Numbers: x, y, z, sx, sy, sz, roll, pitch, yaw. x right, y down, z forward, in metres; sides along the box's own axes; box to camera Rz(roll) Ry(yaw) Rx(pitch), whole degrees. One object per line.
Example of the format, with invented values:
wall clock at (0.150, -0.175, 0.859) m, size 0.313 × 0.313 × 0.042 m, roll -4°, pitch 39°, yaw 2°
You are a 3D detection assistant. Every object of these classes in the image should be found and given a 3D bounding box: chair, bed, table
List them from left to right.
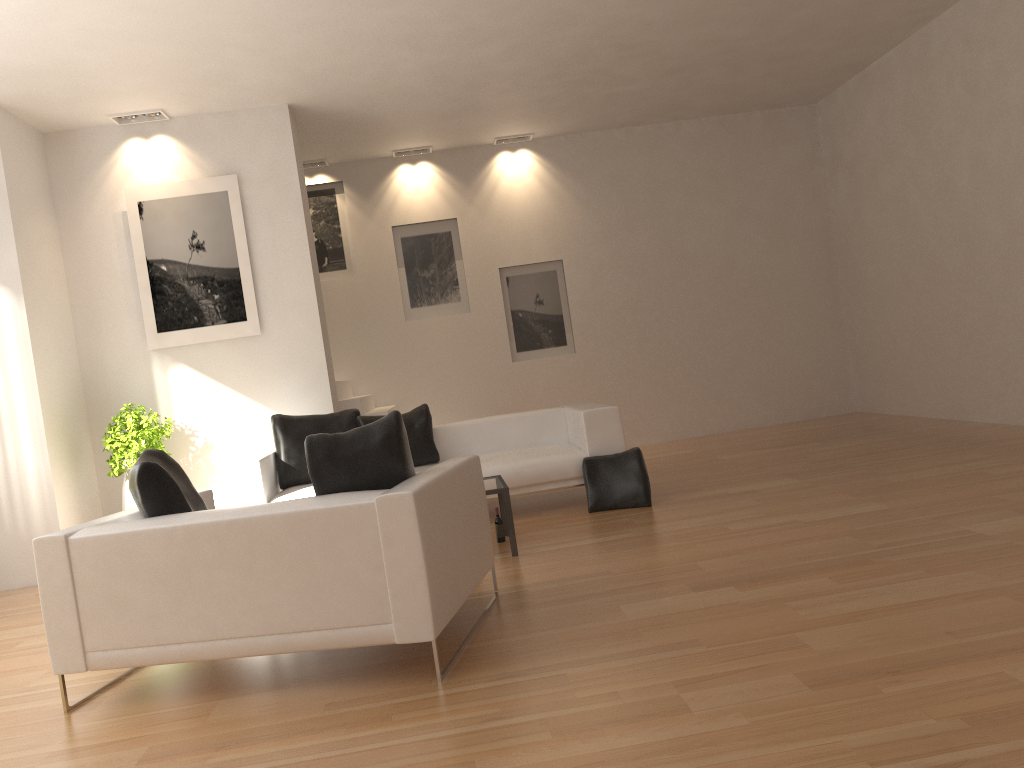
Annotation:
chair at (-1.016, 0.859, 4.138) m, size 1.671 × 0.761 × 1.262 m, roll -8°, pitch 1°, yaw 10°
table at (-0.788, 0.974, 5.737) m, size 1.566 × 0.460 × 0.709 m, roll -8°, pitch 1°, yaw -5°
bed at (-0.674, 0.742, 7.289) m, size 3.075 × 0.761 × 1.262 m, roll -8°, pitch 1°, yaw -5°

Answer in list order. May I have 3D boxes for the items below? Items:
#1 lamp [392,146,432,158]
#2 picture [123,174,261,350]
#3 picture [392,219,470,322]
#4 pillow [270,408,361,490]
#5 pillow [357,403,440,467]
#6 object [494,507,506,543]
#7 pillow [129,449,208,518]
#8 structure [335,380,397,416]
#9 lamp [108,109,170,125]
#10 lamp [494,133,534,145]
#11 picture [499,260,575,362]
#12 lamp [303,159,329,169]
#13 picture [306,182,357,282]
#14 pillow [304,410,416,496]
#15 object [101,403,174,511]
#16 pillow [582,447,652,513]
lamp at (-1.152, -2.733, 10.159) m, size 0.446 × 0.166 × 0.243 m, roll -8°, pitch 1°, yaw -5°
picture at (-2.813, -1.077, 7.813) m, size 0.979 × 1.431 × 0.004 m, roll -8°, pitch 1°, yaw -5°
picture at (-0.947, -1.334, 10.387) m, size 0.802 × 1.155 × 0.005 m, roll -8°, pitch 1°, yaw -5°
pillow at (-1.589, 0.532, 7.354) m, size 0.755 × 0.666 × 0.346 m, roll -9°, pitch 1°, yaw -19°
pillow at (-0.946, 0.462, 7.430) m, size 0.628 × 0.524 × 0.270 m, roll -9°, pitch 1°, yaw -21°
object at (-0.087, 0.950, 5.965) m, size 0.059 × 0.244 × 0.059 m, roll -9°, pitch 1°, yaw -28°
pillow at (-1.601, 0.595, 4.173) m, size 0.291 × 0.598 × 0.660 m, roll -9°, pitch 1°, yaw -15°
structure at (-2.454, 0.628, 9.289) m, size 4.625 × 1.403 × 1.839 m, roll -8°, pitch 1°, yaw -5°
lamp at (-3.231, -2.378, 7.665) m, size 0.446 × 0.166 × 0.243 m, roll -8°, pitch 1°, yaw -5°
lamp at (0.005, -2.903, 10.256) m, size 0.446 × 0.166 × 0.243 m, roll -8°, pitch 1°, yaw -5°
picture at (0.296, -0.860, 10.497) m, size 0.802 × 1.155 × 0.005 m, roll -8°, pitch 1°, yaw -5°
lamp at (-2.326, -2.561, 10.061) m, size 0.446 × 0.166 × 0.243 m, roll -8°, pitch 1°, yaw -5°
picture at (-2.261, -1.744, 10.271) m, size 0.802 × 1.155 × 0.005 m, roll -8°, pitch 1°, yaw -5°
pillow at (-0.626, 0.466, 3.906) m, size 0.506 × 0.666 × 0.324 m, roll -9°, pitch 1°, yaw -15°
object at (-3.105, 0.809, 7.465) m, size 0.570 × 1.324 × 0.631 m, roll -8°, pitch 1°, yaw 10°
pillow at (0.789, 0.730, 6.665) m, size 0.503 × 0.457 × 0.340 m, roll -8°, pitch 1°, yaw 14°
